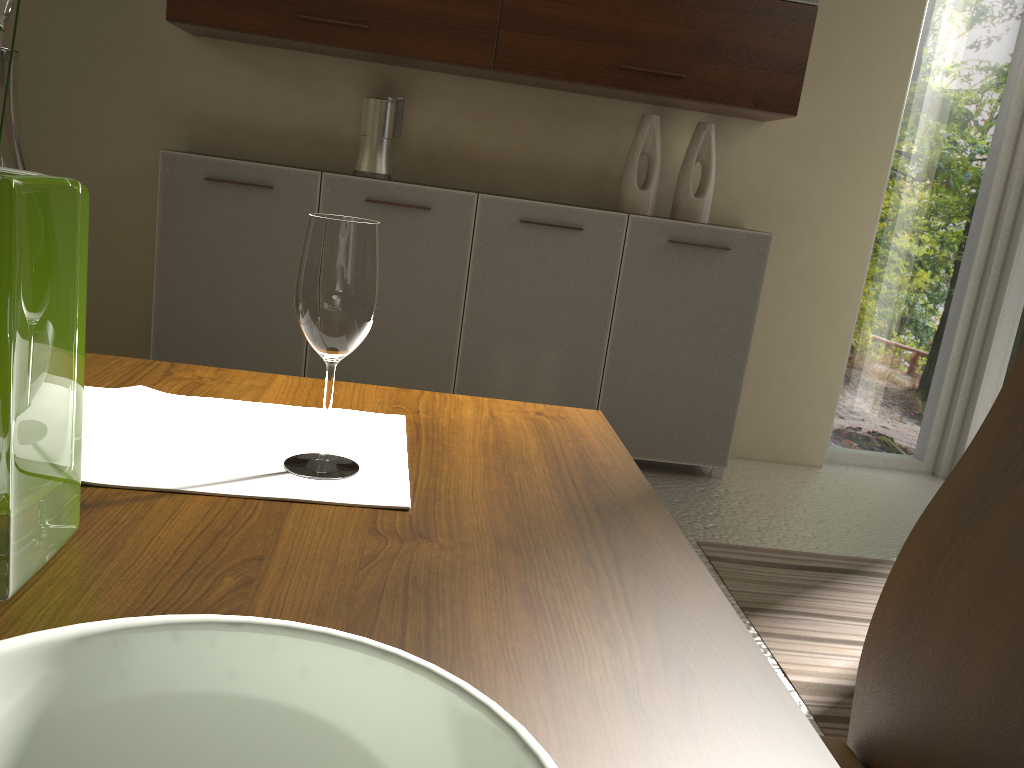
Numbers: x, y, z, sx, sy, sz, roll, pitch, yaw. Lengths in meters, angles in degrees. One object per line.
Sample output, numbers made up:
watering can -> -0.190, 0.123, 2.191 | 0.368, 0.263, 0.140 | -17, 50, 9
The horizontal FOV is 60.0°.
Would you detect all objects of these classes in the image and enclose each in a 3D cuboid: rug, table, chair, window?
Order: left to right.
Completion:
table -> -0.371, 0.525, 0.560 | 1.000, 0.790, 1.411 | 7, 13, -6
window -> -0.507, -0.834, 1.440 | 6.429, 3.000, 4.466 | 6, 13, -8
chair -> 0.296, 0.422, 0.901 | 0.507, 1.017, 0.404 | 7, 13, -6
rug -> 1.084, 0.756, 2.212 | 0.842, 0.007, 1.613 | 7, 13, -5

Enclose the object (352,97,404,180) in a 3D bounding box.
object -> -0.508, -0.947, 3.406 | 0.181, 0.305, 0.150 | 8, 13, 0

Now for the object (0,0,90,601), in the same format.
object -> -0.313, -0.179, 0.513 | 0.304, 0.608, 0.302 | 7, 13, -3

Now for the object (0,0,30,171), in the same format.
object -> -0.490, -0.188, 0.827 | 0.156, 0.426, 0.156 | 17, 15, 34

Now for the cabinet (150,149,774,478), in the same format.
cabinet -> -0.207, -0.260, 3.582 | 2.318, 1.018, 0.372 | 7, 13, -6

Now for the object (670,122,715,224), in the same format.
object -> 0.740, -0.845, 3.542 | 0.153, 0.384, 0.153 | 14, 14, 27

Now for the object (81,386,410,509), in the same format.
object -> -0.395, 0.041, 0.852 | 0.589, 0.010, 0.287 | 6, 13, -9

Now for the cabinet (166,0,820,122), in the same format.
cabinet -> -0.027, -1.556, 3.286 | 2.318, 0.789, 0.372 | 7, 13, -6

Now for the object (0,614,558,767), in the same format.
object -> -0.097, 0.163, 0.238 | 0.233, 0.101, 0.233 | 4, 13, -17

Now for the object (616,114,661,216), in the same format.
object -> 0.520, -0.870, 3.518 | 0.153, 0.384, 0.153 | 14, 14, 27

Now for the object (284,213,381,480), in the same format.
object -> -0.163, -0.034, 0.806 | 0.075, 0.232, 0.075 | 19, 17, 41
